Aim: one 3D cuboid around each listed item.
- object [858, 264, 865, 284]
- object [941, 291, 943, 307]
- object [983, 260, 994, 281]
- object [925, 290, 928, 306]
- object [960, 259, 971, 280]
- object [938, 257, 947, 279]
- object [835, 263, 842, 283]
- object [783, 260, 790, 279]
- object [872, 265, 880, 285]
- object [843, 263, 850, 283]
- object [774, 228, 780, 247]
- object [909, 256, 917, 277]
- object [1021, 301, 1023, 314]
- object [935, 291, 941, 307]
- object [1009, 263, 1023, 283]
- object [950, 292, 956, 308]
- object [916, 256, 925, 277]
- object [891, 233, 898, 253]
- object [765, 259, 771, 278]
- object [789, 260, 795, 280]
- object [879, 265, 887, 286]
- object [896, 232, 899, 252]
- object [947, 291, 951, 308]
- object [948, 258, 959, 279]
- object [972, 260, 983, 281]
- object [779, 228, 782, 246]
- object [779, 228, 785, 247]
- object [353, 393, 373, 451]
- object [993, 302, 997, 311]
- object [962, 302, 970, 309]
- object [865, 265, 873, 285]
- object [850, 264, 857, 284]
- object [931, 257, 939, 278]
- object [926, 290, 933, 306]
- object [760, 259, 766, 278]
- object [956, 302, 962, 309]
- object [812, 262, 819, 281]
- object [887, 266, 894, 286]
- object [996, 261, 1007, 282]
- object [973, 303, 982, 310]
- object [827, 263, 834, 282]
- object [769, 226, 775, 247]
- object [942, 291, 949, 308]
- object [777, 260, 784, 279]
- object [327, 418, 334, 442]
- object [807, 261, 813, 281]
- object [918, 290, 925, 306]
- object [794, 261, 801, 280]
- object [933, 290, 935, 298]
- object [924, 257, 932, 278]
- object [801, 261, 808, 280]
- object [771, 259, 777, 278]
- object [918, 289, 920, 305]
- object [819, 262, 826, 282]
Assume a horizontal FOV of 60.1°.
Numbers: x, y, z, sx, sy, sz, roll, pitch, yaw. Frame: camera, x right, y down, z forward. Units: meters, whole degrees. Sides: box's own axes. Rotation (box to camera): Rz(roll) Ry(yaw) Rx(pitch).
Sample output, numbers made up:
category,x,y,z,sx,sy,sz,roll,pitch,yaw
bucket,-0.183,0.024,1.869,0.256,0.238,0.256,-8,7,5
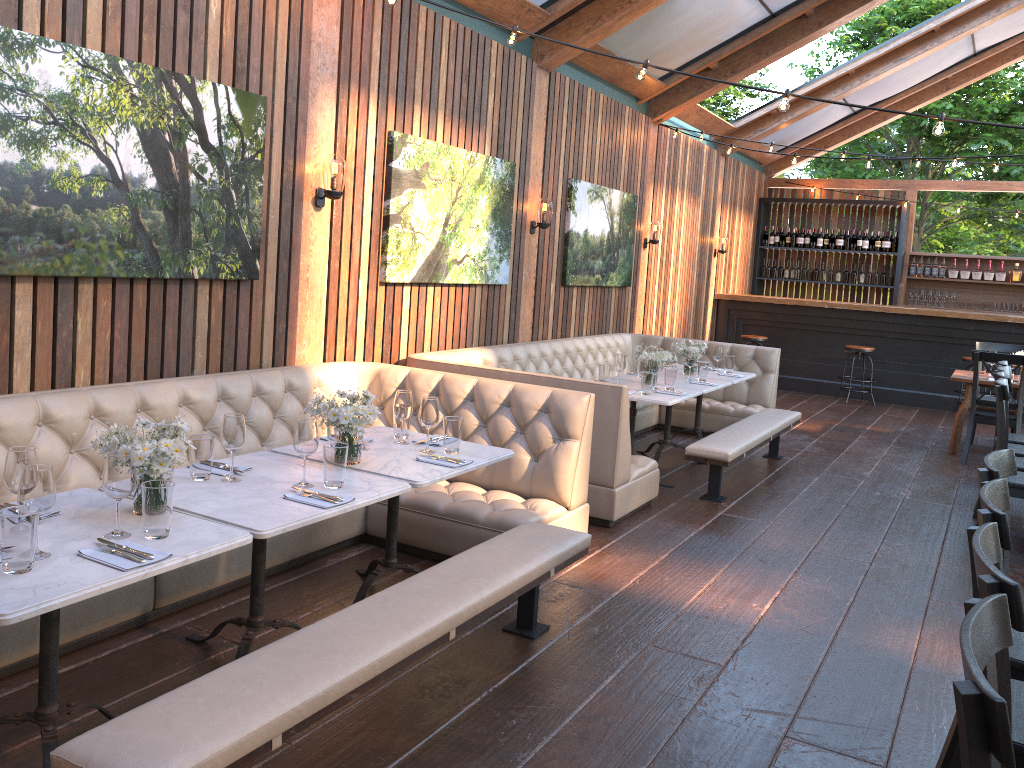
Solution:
category,x,y,z,sx,sy,sz,roll,pitch,yaw
object,5.418,-1.701,13.709,0.094,0.307,0.094,3,4,-7
object,6.526,-1.286,13.408,0.092,0.243,0.093,4,5,4
object,7.057,-1.675,13.087,0.138,0.309,0.138,6,5,23
object,6.356,-1.313,13.517,0.092,0.243,0.093,0,6,-41
object,6.793,-1.715,13.248,0.138,0.309,0.138,6,5,29
object,6.529,-1.759,13.401,0.094,0.317,0.094,7,6,39
object,5.115,-1.743,13.861,0.095,0.307,0.094,6,5,26
object,4.439,-1.848,14.289,0.095,0.307,0.094,6,5,26
object,5.597,-1.673,13.594,0.095,0.307,0.094,6,5,25
object,5.227,-1.730,13.826,0.094,0.307,0.094,1,5,-34
object,4.286,-2.368,14.290,0.077,0.305,0.077,0,6,-44
object,6.177,-1.812,13.613,0.094,0.317,0.095,6,5,29
object,7.341,-1.100,12.688,0.073,0.180,0.074,4,5,3
object,6.419,-1.285,13.350,0.092,0.243,0.093,4,5,4
object,7.366,-1.620,12.928,0.176,0.287,0.110,6,5,24
object,6.599,-1.259,13.248,0.092,0.243,0.093,4,5,4
object,6.254,-1.796,13.539,0.094,0.317,0.094,8,6,44
object,5.813,-2.145,13.435,0.075,0.301,0.076,0,6,-44
object,4.170,-1.879,14.388,0.095,0.307,0.094,7,5,34
object,4.523,-1.838,14.259,0.094,0.307,0.094,3,4,-7
object,5.682,-1.659,13.532,0.095,0.307,0.094,6,5,30
object,5.872,-2.165,13.528,0.081,0.322,0.081,4,4,7
object,6.616,-1.274,13.361,0.092,0.243,0.093,4,5,4
object,6.658,-1.735,13.328,0.138,0.309,0.138,7,6,33
object,6.929,-1.695,13.166,0.138,0.309,0.138,7,6,33
object,4.360,-2.378,14.373,0.136,0.314,0.137,3,5,-9
object,4.353,-2.357,14.228,0.077,0.308,0.078,4,4,7
object,-0.661,0.167,3.909,0.092,0.243,0.093,3,5,-13
object,7.132,-1.138,13.042,0.097,0.134,0.097,5,6,15
object,6.743,-1.160,13.143,0.124,0.096,0.124,9,9,40
object,5.521,-1.689,13.669,0.094,0.307,0.095,0,6,-40
object,5.310,-1.713,13.739,0.094,0.307,0.095,3,4,-6
object,6.429,-1.770,13.437,0.094,0.317,0.095,6,5,24
object,6.320,-1.298,13.397,0.092,0.243,0.093,0,6,-41
object,4.116,-1.897,14.489,0.094,0.307,0.095,5,5,16
object,6.723,-1.183,13.300,0.124,0.096,0.124,9,9,40
object,4.814,-1.784,14.015,0.095,0.307,0.094,6,5,30
object,5.789,-1.649,13.514,0.094,0.307,0.095,1,5,-35
object,7.205,-1.657,13.029,0.138,0.309,0.138,7,6,33
object,6.901,-1.146,13.119,0.124,0.096,0.124,6,7,17
object,5.019,-1.759,13.934,0.095,0.307,0.094,6,5,29
object,4.226,-2.395,14.356,0.087,0.333,0.088,5,4,9
object,6.503,-1.271,13.292,0.092,0.243,0.093,4,5,4
object,4.357,-1.860,14.337,0.094,0.307,0.094,1,5,-34
object,-0.772,0.204,3.898,0.092,0.157,0.092,5,5,15
object,4.758,-1.799,14.092,0.094,0.307,0.095,1,5,-35
object,6.224,-1.313,13.458,0.092,0.243,0.093,0,6,-41
object,4.575,-1.821,14.163,0.094,0.307,0.095,0,6,-40
object,6.438,-1.298,13.449,0.092,0.243,0.093,0,6,-41
object,6.358,-1.786,13.516,0.094,0.317,0.095,6,5,24
object,4.681,-1.812,14.150,0.095,0.307,0.094,6,5,25
object,4.253,-1.869,14.352,0.094,0.307,0.095,3,4,-6
object,6.259,-1.324,13.552,0.092,0.243,0.093,4,5,4
object,4.898,-1.770,13.949,0.094,0.307,0.095,5,5,11
